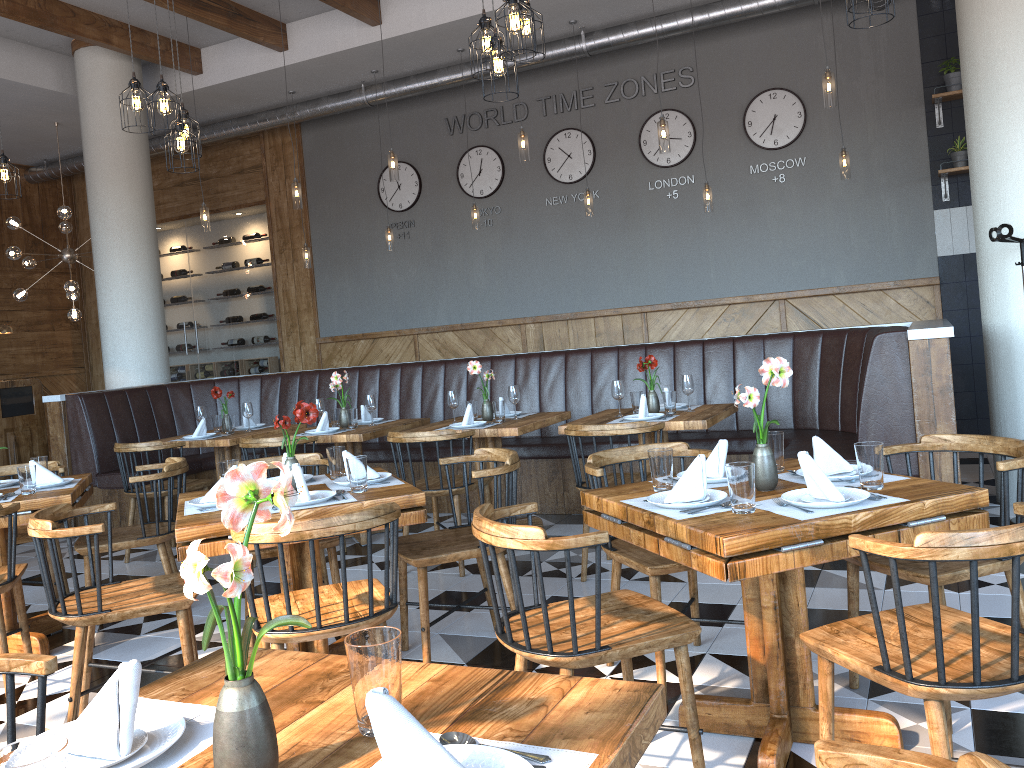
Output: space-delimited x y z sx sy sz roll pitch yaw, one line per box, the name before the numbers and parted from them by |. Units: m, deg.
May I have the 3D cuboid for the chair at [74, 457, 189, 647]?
chair | -1.888 0.819 4.467 0.550 0.817 0.519 -6 1 -20

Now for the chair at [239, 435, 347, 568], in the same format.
chair | -1.395 0.713 5.612 0.519 0.817 0.551 -4 2 25

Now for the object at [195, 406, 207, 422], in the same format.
object | -2.340 0.275 6.673 0.081 0.215 0.081 -5 1 17

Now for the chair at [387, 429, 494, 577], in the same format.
chair | -0.403 0.649 5.141 0.519 0.817 0.551 -4 2 25

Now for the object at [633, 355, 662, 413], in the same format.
object | 0.798 0.004 5.196 0.156 0.355 0.171 -5 1 28

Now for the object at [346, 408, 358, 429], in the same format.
object | -1.094 0.238 6.078 0.080 0.132 0.080 -5 1 10

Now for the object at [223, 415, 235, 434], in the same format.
object | -2.089 0.301 6.550 0.080 0.132 0.080 -5 1 10

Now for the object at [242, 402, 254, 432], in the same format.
object | -1.970 0.245 6.619 0.081 0.215 0.081 -6 1 -34

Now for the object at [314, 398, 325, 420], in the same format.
object | -1.345 0.212 6.201 0.081 0.215 0.081 -5 1 17

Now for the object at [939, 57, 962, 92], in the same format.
object | 3.691 -2.581 7.420 0.234 0.300 0.172 -5 1 15

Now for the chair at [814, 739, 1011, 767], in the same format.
chair | 0.278 0.822 0.830 0.549 0.817 0.520 -4 2 25

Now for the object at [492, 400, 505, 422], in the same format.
object | -0.079 0.173 5.596 0.080 0.132 0.080 -4 2 30

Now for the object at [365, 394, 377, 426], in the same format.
object | -0.976 0.181 6.147 0.081 0.215 0.081 -6 1 -34

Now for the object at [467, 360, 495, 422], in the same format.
object | -0.192 0.042 5.718 0.146 0.400 0.207 -5 1 28

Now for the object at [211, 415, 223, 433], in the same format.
object | -2.247 0.304 6.764 0.080 0.132 0.080 -4 1 25

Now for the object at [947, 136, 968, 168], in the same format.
object | 3.745 -1.938 7.430 0.189 0.268 0.173 -4 2 43

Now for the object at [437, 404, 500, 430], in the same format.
object | -0.279 0.195 5.466 0.351 0.137 0.272 -4 3 25

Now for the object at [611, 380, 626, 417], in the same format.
object | 0.633 0.085 5.262 0.081 0.215 0.081 -4 1 34

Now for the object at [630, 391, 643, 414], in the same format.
object | 0.755 0.112 5.339 0.080 0.132 0.080 -4 1 25

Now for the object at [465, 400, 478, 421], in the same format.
object | -0.261 0.177 5.821 0.080 0.132 0.080 -4 1 25

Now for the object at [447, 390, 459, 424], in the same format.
object | -0.379 0.150 5.742 0.081 0.215 0.081 -5 1 -11

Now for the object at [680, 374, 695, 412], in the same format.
object | 1.032 0.053 5.194 0.081 0.215 0.081 -5 1 -6

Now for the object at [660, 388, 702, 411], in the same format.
object | 0.964 0.084 5.457 0.351 0.137 0.272 -4 3 25

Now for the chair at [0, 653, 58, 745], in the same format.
chair | -0.898 0.897 1.389 0.549 0.817 0.520 -4 2 25

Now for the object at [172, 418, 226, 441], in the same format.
object | -2.267 0.322 6.410 0.351 0.137 0.272 -4 3 25

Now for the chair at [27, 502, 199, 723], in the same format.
chair | -1.421 0.844 3.238 0.550 0.817 0.519 -6 1 -20

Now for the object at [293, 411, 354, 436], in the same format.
object | -1.277 0.259 5.941 0.351 0.137 0.272 -4 3 25

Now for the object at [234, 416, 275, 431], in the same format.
object | -2.036 0.276 6.881 0.351 0.137 0.272 -4 3 25

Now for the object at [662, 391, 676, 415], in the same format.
object | 0.913 0.109 5.125 0.080 0.132 0.080 -5 1 10

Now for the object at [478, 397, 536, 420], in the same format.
object | -0.048 0.149 5.937 0.351 0.137 0.272 -4 3 25

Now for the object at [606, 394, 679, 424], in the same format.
object | 0.733 0.131 4.986 0.351 0.137 0.272 -4 3 25

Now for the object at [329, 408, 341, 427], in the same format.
object | -1.253 0.240 6.292 0.080 0.132 0.080 -4 1 25

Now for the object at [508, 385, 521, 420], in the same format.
object | 0.017 0.118 5.676 0.081 0.215 0.081 -5 1 -11

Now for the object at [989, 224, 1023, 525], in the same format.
object | 2.820 -0.042 4.791 0.374 1.657 0.375 -5 1 3

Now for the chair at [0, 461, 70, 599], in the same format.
chair | -2.709 0.871 4.857 0.520 0.817 0.549 -6 1 -20

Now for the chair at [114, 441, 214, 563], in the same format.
chair | -2.388 0.776 6.083 0.519 0.817 0.551 -4 2 25

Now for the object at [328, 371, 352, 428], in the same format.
object | -1.193 0.107 6.163 0.206 0.400 0.146 -4 1 33

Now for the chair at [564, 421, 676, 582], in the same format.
chair | 0.590 0.586 4.670 0.519 0.817 0.551 -4 2 25

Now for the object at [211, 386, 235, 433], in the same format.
object | -2.175 0.191 6.650 0.171 0.355 0.156 -5 1 19

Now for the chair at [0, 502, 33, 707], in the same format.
chair | -2.275 0.898 3.643 0.520 0.817 0.549 -6 1 -20

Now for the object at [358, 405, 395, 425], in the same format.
object | -1.046 0.213 6.412 0.351 0.137 0.272 -4 3 25
